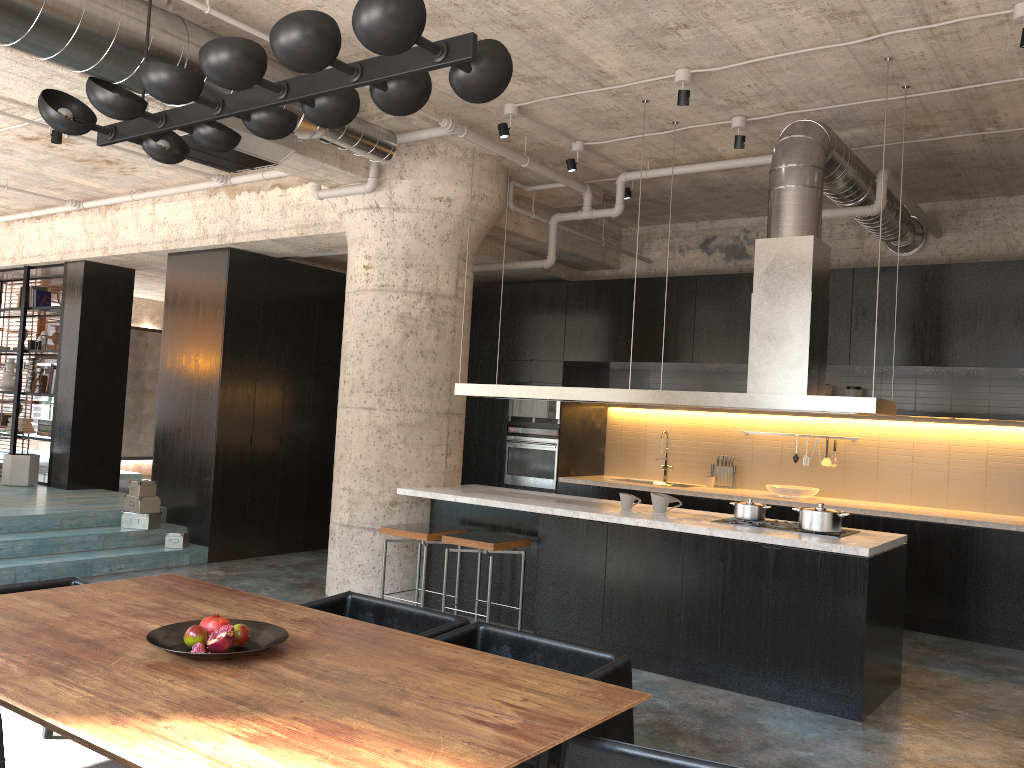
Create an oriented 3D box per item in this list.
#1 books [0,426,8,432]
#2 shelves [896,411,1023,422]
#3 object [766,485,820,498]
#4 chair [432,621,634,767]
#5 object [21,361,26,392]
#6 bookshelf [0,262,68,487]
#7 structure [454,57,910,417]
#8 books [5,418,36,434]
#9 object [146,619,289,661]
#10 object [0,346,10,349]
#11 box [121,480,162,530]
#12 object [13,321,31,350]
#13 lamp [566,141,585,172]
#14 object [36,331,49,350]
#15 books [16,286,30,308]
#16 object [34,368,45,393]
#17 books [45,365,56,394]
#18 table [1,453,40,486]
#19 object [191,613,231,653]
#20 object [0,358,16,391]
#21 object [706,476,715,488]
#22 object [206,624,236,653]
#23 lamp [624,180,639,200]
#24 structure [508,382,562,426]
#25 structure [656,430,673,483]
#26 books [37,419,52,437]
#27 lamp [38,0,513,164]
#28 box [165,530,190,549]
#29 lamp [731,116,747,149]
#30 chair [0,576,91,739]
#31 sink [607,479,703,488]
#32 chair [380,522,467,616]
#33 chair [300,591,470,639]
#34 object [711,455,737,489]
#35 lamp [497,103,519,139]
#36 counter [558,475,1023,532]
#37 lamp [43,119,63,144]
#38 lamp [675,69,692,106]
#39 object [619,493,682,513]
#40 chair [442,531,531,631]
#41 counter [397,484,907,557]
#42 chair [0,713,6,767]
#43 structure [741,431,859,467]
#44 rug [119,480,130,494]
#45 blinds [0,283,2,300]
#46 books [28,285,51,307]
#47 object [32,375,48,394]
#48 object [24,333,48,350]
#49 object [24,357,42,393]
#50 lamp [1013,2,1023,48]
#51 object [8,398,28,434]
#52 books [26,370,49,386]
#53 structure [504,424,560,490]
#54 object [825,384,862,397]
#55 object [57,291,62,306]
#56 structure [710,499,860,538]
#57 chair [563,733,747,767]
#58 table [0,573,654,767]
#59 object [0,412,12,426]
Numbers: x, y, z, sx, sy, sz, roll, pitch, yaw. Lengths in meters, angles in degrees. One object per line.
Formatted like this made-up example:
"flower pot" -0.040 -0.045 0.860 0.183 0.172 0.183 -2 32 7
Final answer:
"books" -6.442 0.572 11.302 0.319 0.068 0.231 2 -2 27
"shelves" 2.767 0.246 8.733 4.362 0.043 0.403 2 -3 35
"object" 2.676 1.032 8.469 0.490 0.093 0.490 2 -2 32
"chair" -0.015 1.307 3.147 0.707 0.738 0.754 2 -3 35
"object" -6.324 -0.094 11.423 0.121 0.395 0.062 2 -3 38
"bookshelf" -6.138 -0.133 11.151 2.900 2.571 0.628 2 -3 35
"structure" 1.040 -0.896 6.267 3.117 2.100 0.538 2 -3 35
"books" -6.159 0.523 11.125 0.257 0.188 0.306 3 -2 0
"object" -0.941 0.813 2.848 0.435 0.079 0.435 4 -2 -18
"object" -6.601 -0.476 11.385 0.227 0.024 0.166 3 -2 14
"box" -3.492 1.137 8.380 0.331 0.441 0.280 2 -2 24
"object" -6.291 -0.606 11.402 0.178 0.394 0.180 2 -2 29
"lamp" 0.510 -1.819 7.127 0.145 0.236 0.107 3 -2 18
"object" -5.939 -0.537 11.189 0.252 0.280 0.131 1 -3 43
"books" -6.063 -1.066 11.131 0.231 0.290 0.216 2 -3 35
"object" -5.697 -0.038 10.687 0.099 0.301 0.099 2 -2 30
"books" -5.509 -0.050 10.758 0.256 0.354 0.216 2 -3 35
"table" -5.566 0.967 10.050 0.365 0.340 0.316 4 -2 -25
"object" -0.964 0.798 2.854 0.100 0.097 0.219 4 -2 -11
"object" -6.567 -0.121 11.603 0.265 0.432 0.265 4 -2 -11
"object" 2.044 1.007 9.148 0.092 0.117 0.092 4 -2 -16
"object" -0.918 0.804 2.798 0.088 0.082 0.110 4 -2 -15
"lamp" 1.055 -1.758 7.901 0.145 0.236 0.107 3 -2 18
"structure" 0.413 0.231 9.771 0.659 0.450 0.612 2 -3 35
"structure" 1.603 0.769 9.412 0.125 0.559 0.269 2 -3 35
"books" -5.542 0.543 10.795 0.393 0.197 0.274 2 -3 35
"lamp" -0.803 -1.516 2.894 1.813 1.327 0.583 2 -3 35
"box" -3.138 1.457 8.315 0.172 0.140 0.187 3 -2 -2
"lamp" 1.618 -1.784 6.334 0.107 0.236 0.145 3 -2 18
"chair" -1.961 1.205 3.516 0.754 0.738 0.707 2 -3 35
"sink" 1.489 1.100 9.278 0.890 0.134 0.458 2 -3 35
"chair" -0.670 1.411 6.536 0.450 0.698 0.450 2 -3 35
"chair" -0.609 1.288 3.577 0.707 0.738 0.754 2 -3 35
"object" 2.190 0.907 9.178 0.291 0.336 0.060 2 -2 29
"lamp" -0.027 -1.879 6.365 0.145 0.236 0.107 3 -2 18
"counter" 2.548 1.142 8.466 4.360 0.142 1.000 2 -3 35
"lamp" -3.497 -1.949 6.745 0.107 0.215 0.141 3 -2 18
"lamp" 1.068 -1.845 5.553 0.107 0.236 0.145 3 -2 18
"object" 0.968 0.830 6.261 0.437 0.133 0.188 2 -3 36
"chair" -0.198 1.429 6.263 0.450 0.698 0.450 2 -3 35
"counter" 0.821 0.912 6.295 3.500 0.046 1.000 2 -3 35
"chair" -1.323 1.185 1.937 0.707 0.738 0.754 2 -3 40
"structure" 2.843 0.656 8.848 1.171 0.315 0.074 2 -3 35
"rug" -5.443 1.491 12.110 1.759 0.377 0.541 2 -3 35
"blinds" -5.949 0.080 11.438 2.915 3.160 0.136 2 -3 35
"books" -5.863 -1.063 10.986 0.258 0.298 0.221 2 -3 35
"object" -5.902 0.004 11.111 0.189 0.230 0.190 4 -2 -9
"object" -5.758 -0.504 10.760 0.200 0.200 0.409 5 -3 -45
"object" -6.068 -0.112 11.209 0.191 0.447 0.192 4 -2 -7
"lamp" 2.588 -1.798 4.467 0.107 0.236 0.145 3 -2 18
"object" -6.060 0.398 10.858 0.218 0.433 0.218 2 -2 27
"books" -6.090 -0.034 11.394 0.547 0.299 0.147 2 -3 35
"structure" 0.354 0.792 9.713 0.664 0.651 0.649 2 -3 35
"object" 3.103 0.114 8.485 0.462 0.240 0.334 2 -2 32
"object" -5.262 -0.992 10.719 0.434 0.217 0.430 2 -3 38
"structure" 1.776 0.832 5.735 0.833 0.187 0.506 2 -3 35
"chair" 0.186 1.277 2.008 0.754 0.738 0.707 2 -3 35
"table" -0.954 1.229 2.799 2.410 0.756 1.299 2 -3 35
"object" -6.660 0.490 11.639 0.335 0.231 0.284 2 -3 35
